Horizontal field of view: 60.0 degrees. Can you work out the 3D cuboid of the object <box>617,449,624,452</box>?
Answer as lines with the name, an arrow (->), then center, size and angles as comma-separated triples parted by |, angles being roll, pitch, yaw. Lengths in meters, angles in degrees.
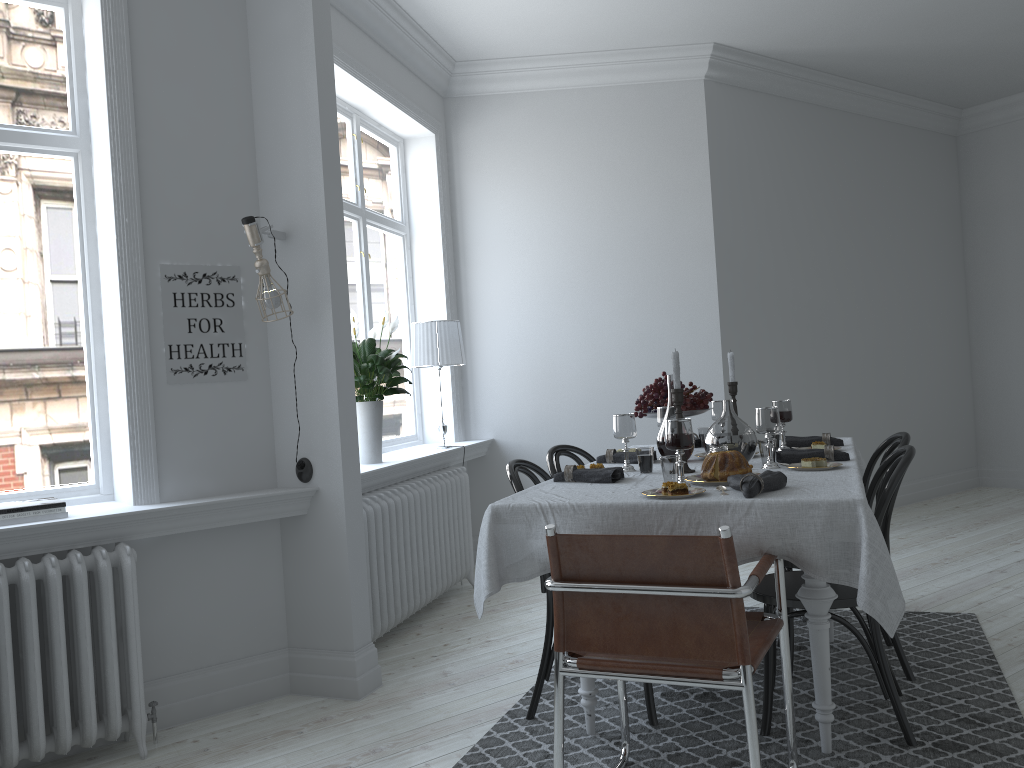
object -> 0.477, 0.305, 3.873 | 0.040, 0.039, 0.077 | -4, 0, 23

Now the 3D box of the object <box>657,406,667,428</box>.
object -> 0.669, 0.205, 3.803 | 0.083, 0.215, 0.083 | -4, 0, -41

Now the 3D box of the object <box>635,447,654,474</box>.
object -> 0.483, 0.276, 3.206 | 0.066, 0.094, 0.066 | -4, 0, 42

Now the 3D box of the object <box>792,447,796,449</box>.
object -> 1.239, 0.268, 3.716 | 0.131, 0.012, 0.031 | -4, 0, 21

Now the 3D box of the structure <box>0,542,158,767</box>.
structure -> -1.949, 0.971, 2.671 | 1.673, 0.753, 0.245 | -4, 0, -37

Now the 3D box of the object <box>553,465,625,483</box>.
object -> 0.264, 0.309, 3.048 | 0.247, 0.061, 0.165 | -4, 0, 3

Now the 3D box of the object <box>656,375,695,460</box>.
object -> 0.651, 0.138, 3.560 | 0.152, 0.352, 0.152 | -4, 0, 14

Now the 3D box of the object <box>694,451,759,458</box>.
object -> 0.868, 0.291, 3.585 | 0.251, 0.018, 0.251 | -4, 0, -37

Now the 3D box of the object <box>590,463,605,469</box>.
object -> 0.316, 0.314, 3.290 | 0.057, 0.041, 0.038 | -4, 0, 5

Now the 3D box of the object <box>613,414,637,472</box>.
object -> 0.426, 0.221, 3.321 | 0.083, 0.215, 0.083 | -4, 0, -32

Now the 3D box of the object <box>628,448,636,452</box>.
object -> 0.516, 0.302, 3.857 | 0.039, 0.040, 0.078 | -4, 0, 28

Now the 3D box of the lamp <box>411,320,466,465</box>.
lamp -> -0.417, 0.292, 5.344 | 0.335, 1.331, 0.335 | -4, 0, 41

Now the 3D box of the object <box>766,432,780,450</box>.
object -> 1.111, 0.235, 3.778 | 0.066, 0.094, 0.066 | -4, 0, 42

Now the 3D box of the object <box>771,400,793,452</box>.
object -> 1.121, 0.176, 3.673 | 0.083, 0.215, 0.083 | -4, 0, -32

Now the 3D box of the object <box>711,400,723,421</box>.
object -> 0.972, 0.185, 4.121 | 0.083, 0.215, 0.083 | -4, 0, -32

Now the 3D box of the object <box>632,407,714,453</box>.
object -> 0.734, 0.213, 4.025 | 0.367, 0.188, 0.367 | -4, 0, 5

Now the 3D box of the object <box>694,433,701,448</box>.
object -> 0.825, 0.272, 4.256 | 0.165, 0.061, 0.247 | -4, 0, 3

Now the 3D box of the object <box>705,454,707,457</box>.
object -> 0.809, 0.280, 3.609 | 0.039, 0.040, 0.077 | -4, 0, 33

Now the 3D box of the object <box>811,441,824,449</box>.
object -> 1.250, 0.254, 3.622 | 0.051, 0.039, 0.036 | -4, 0, 3

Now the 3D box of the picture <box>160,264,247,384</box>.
picture -> -1.201, -0.235, 3.463 | 0.311, 0.457, 0.003 | -4, 0, -37

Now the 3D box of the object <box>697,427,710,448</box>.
object -> 0.896, 0.249, 4.109 | 0.066, 0.094, 0.066 | -4, 0, 42

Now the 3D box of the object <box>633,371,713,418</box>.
object -> 0.733, 0.047, 4.031 | 0.347, 0.215, 0.318 | -4, 0, 16

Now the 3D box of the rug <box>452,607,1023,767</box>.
rug -> 0.945, 1.124, 3.370 | 1.701, 0.021, 2.166 | -4, 0, 21

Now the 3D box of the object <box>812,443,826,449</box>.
object -> 1.242, 0.255, 3.582 | 0.057, 0.037, 0.021 | -4, 0, 34

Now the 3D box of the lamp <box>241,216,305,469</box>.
lamp -> -0.907, -0.144, 3.432 | 0.131, 0.977, 0.312 | -4, 0, 28

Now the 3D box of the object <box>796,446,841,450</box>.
object -> 1.238, 0.268, 3.595 | 0.182, 0.013, 0.182 | -4, 0, -22

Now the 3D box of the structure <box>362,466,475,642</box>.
structure -> -0.557, 0.880, 4.552 | 0.245, 0.753, 1.710 | -4, 0, 16

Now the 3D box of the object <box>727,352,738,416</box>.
object -> 0.990, 0.073, 3.960 | 0.089, 0.432, 0.089 | -4, 0, -14

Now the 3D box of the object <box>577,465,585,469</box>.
object -> 0.249, 0.319, 3.283 | 0.036, 0.039, 0.051 | -4, 0, 30

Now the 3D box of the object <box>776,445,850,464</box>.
object -> 1.093, 0.255, 3.263 | 0.247, 0.061, 0.165 | -4, 0, 3

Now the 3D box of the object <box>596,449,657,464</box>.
object -> 0.470, 0.296, 3.626 | 0.247, 0.061, 0.165 | -4, 0, 3
